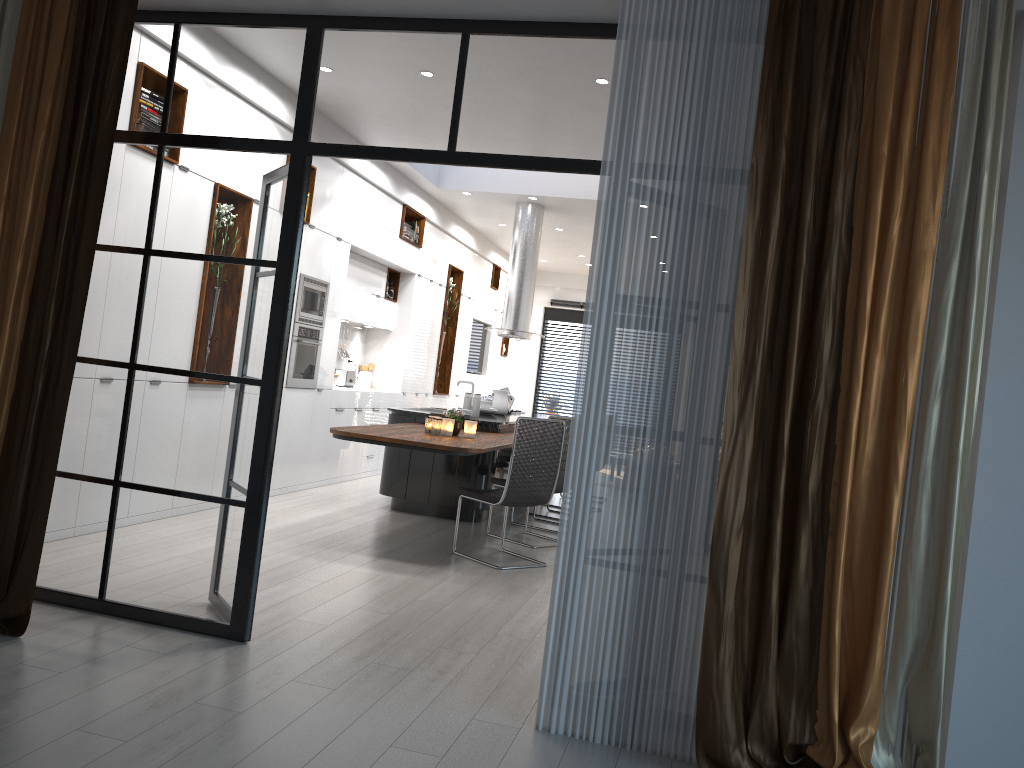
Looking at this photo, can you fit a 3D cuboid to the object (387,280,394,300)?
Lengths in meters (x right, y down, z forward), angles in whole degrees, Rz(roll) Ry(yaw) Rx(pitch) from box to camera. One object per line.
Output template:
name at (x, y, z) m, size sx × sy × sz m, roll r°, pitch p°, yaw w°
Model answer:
object at (-1.472, -1.123, 10.610) m, size 0.124 × 0.231 × 0.123 m, roll 7°, pitch -1°, yaw 14°

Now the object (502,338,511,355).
object at (-0.116, -0.814, 15.458) m, size 0.480 × 0.627 × 0.315 m, roll 7°, pitch -1°, yaw 4°

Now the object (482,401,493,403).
object at (-0.264, 0.202, 9.002) m, size 0.138 × 0.051 × 0.138 m, roll 7°, pitch 0°, yaw -7°

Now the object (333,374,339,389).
object at (-1.933, -0.041, 8.875) m, size 0.380 × 0.148 × 0.263 m, roll 7°, pitch 0°, yaw 13°

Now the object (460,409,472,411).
object at (-0.402, 0.238, 7.793) m, size 0.111 × 0.023 × 0.111 m, roll 7°, pitch 0°, yaw 25°

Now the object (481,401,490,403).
object at (-0.265, 0.207, 9.001) m, size 0.138 × 0.051 × 0.138 m, roll 7°, pitch 0°, yaw -7°

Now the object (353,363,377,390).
object at (-1.746, -0.104, 10.532) m, size 0.221 × 0.316 × 0.330 m, roll 7°, pitch -1°, yaw 13°

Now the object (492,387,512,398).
object at (-0.125, 0.134, 10.495) m, size 0.256 × 0.212 × 0.249 m, roll 7°, pitch -1°, yaw -42°

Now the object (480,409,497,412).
object at (-0.273, 0.275, 9.000) m, size 0.264 × 0.033 × 0.264 m, roll 7°, pitch 0°, yaw -41°

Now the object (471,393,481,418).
object at (-0.318, 0.189, 7.935) m, size 0.071 × 0.219 × 0.070 m, roll 6°, pitch -2°, yaw 39°

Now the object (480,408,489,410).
object at (-0.271, 0.259, 9.000) m, size 0.229 × 0.016 × 0.229 m, roll 7°, pitch 0°, yaw 10°

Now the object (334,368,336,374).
object at (-1.955, -0.105, 9.431) m, size 0.220 × 0.270 × 0.179 m, roll 8°, pitch -1°, yaw -35°

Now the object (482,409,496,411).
object at (-0.272, 0.264, 9.000) m, size 0.229 × 0.016 × 0.229 m, roll 7°, pitch 0°, yaw 10°

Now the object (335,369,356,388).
object at (-1.882, -0.060, 9.998) m, size 0.177 × 0.195 × 0.260 m, roll 7°, pitch 0°, yaw 13°

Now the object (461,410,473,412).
object at (-0.403, 0.245, 7.793) m, size 0.111 × 0.023 × 0.111 m, roll 7°, pitch 0°, yaw 25°

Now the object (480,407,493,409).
object at (-0.270, 0.250, 9.000) m, size 0.229 × 0.016 × 0.229 m, roll 7°, pitch 0°, yaw 10°

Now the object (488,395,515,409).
object at (-0.127, 0.221, 10.494) m, size 0.252 × 0.147 × 0.266 m, roll 7°, pitch 0°, yaw -34°

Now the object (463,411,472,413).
object at (-0.403, 0.251, 7.793) m, size 0.111 × 0.023 × 0.111 m, roll 7°, pitch 0°, yaw 25°

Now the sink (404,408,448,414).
sink at (-0.670, 0.328, 8.256) m, size 0.485 × 0.153 × 0.737 m, roll 7°, pitch 0°, yaw 13°

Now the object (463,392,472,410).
object at (-0.400, 0.179, 7.944) m, size 0.071 × 0.219 × 0.071 m, roll 7°, pitch -1°, yaw -23°

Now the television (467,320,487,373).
television at (-0.599, -0.574, 13.917) m, size 0.050 × 0.805 × 1.186 m, roll 7°, pitch 0°, yaw 13°

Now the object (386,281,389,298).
object at (-1.512, -1.150, 10.421) m, size 0.124 × 0.275 × 0.124 m, roll 7°, pitch -1°, yaw 1°

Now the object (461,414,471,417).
object at (-0.407, 0.277, 7.792) m, size 0.111 × 0.023 × 0.111 m, roll 7°, pitch 0°, yaw 25°

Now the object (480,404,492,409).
object at (-0.268, 0.230, 9.001) m, size 0.138 × 0.051 × 0.138 m, roll 7°, pitch 0°, yaw -7°

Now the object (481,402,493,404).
object at (-0.266, 0.213, 9.001) m, size 0.138 × 0.051 × 0.138 m, roll 7°, pitch 0°, yaw -7°

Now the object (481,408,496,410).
object at (-0.271, 0.254, 9.000) m, size 0.229 × 0.016 × 0.229 m, roll 7°, pitch 0°, yaw 10°

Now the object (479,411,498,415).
object at (-0.275, 0.287, 8.999) m, size 0.264 × 0.033 × 0.264 m, roll 7°, pitch 0°, yaw -41°

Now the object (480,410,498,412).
object at (-0.274, 0.281, 9.000) m, size 0.264 × 0.033 × 0.264 m, roll 7°, pitch 0°, yaw -41°

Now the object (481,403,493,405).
object at (-0.267, 0.225, 9.001) m, size 0.138 × 0.051 × 0.138 m, roll 7°, pitch 0°, yaw -7°

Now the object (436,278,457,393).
object at (-0.960, -0.680, 12.133) m, size 0.322 × 1.615 × 0.322 m, roll 6°, pitch -2°, yaw 39°

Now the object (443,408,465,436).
object at (-0.425, 0.277, 6.551) m, size 0.151 × 0.206 × 0.157 m, roll 6°, pitch -1°, yaw 30°

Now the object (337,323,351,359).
object at (-1.893, -0.480, 9.996) m, size 0.069 × 0.389 × 0.320 m, roll 7°, pitch -1°, yaw 14°
